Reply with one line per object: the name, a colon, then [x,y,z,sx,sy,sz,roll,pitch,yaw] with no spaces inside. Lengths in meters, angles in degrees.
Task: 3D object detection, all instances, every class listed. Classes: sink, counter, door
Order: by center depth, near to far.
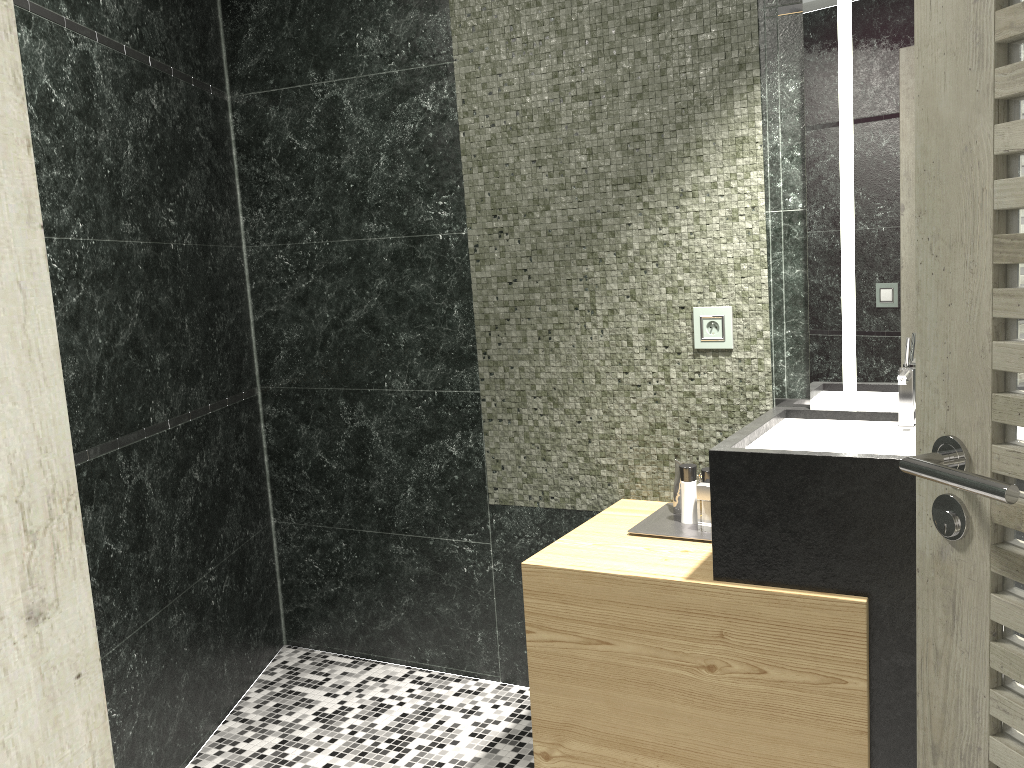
door: [0.466,0.128,0.745,1.466,2.515,1.072,-2,8,10]
sink: [0.971,0.105,2.195,0.681,0.408,0.574,1,9,27]
counter: [0.774,0.636,2.361,1.250,1.052,0.681,1,9,26]

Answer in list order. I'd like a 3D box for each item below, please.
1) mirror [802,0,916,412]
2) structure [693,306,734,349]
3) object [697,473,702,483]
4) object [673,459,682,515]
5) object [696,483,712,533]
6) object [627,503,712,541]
mirror: [1.122,-0.702,2.330,0.641,1.576,0.045,0,8,25]
structure: [0.613,-0.171,2.668,0.116,0.128,0.017,0,9,25]
object: [0.588,0.333,2.642,0.078,0.133,0.061,2,9,33]
object: [0.513,0.316,2.677,0.042,0.163,0.048,2,9,34]
object: [0.570,0.353,2.480,0.079,0.136,0.033,1,9,29]
object: [0.545,0.407,2.573,0.298,0.011,0.336,2,9,28]
